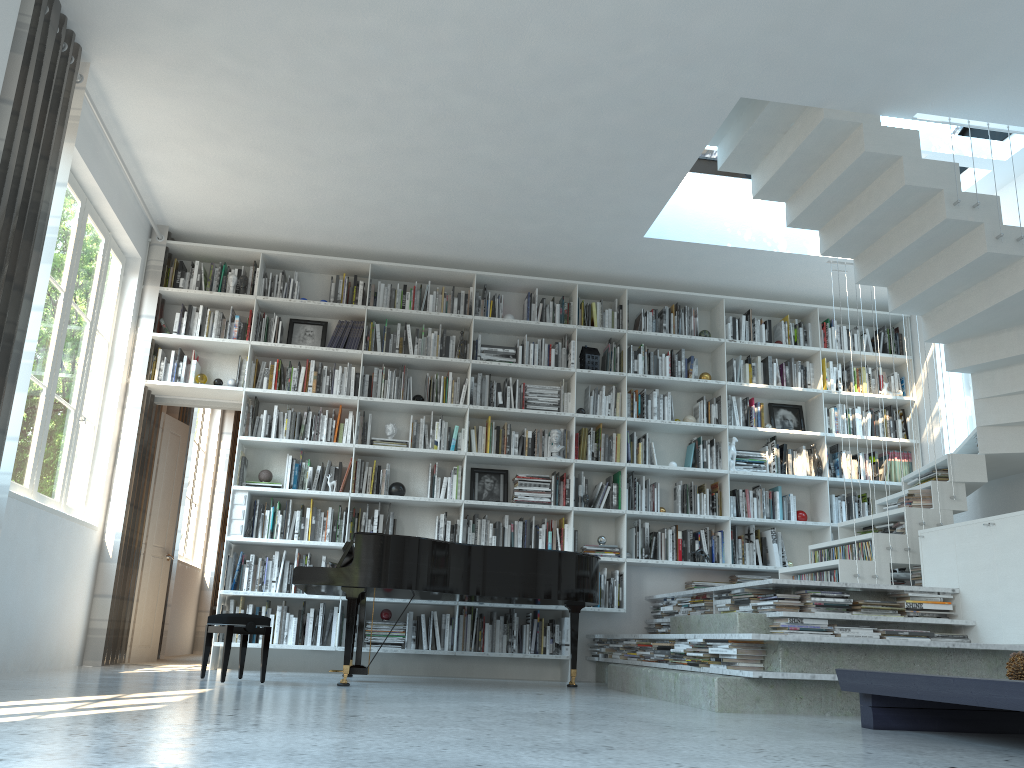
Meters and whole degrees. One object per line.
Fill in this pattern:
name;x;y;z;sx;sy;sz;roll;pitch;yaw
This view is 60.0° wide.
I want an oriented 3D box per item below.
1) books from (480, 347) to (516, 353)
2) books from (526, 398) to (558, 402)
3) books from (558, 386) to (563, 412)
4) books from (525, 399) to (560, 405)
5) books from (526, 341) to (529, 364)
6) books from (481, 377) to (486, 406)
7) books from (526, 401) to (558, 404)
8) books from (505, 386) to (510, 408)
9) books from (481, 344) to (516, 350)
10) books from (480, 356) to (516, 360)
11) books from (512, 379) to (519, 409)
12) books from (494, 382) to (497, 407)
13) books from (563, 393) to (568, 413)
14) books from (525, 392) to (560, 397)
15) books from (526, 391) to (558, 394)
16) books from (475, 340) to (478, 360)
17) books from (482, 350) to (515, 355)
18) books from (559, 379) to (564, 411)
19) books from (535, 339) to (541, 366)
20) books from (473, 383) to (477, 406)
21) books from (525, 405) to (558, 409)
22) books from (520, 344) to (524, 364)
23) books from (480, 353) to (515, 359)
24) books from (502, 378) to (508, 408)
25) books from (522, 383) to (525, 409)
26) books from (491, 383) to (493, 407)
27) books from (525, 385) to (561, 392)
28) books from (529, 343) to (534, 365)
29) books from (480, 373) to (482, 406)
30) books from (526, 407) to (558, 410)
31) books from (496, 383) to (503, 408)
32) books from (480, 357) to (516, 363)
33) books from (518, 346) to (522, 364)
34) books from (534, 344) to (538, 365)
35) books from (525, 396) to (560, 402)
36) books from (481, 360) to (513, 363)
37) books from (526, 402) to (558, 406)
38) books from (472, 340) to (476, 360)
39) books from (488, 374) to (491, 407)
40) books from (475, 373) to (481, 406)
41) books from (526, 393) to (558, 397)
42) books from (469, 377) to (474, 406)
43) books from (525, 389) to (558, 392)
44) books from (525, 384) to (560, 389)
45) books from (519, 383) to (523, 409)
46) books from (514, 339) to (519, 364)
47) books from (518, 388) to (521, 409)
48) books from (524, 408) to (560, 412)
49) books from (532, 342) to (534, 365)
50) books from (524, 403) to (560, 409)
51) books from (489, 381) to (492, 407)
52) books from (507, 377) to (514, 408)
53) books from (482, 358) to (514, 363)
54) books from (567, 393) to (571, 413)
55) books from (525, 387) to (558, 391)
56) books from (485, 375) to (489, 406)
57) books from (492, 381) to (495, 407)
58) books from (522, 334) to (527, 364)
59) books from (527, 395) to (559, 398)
books;-0.120;-0.252;7.209;0.285;0.024;0.160;4;-16;-6
books;0.231;0.147;7.161;0.254;0.012;0.161;4;-16;-7
books;0.389;0.156;7.167;0.012;0.253;0.161;5;-16;-8
books;0.231;0.159;7.158;0.285;0.012;0.160;4;-16;-7
books;0.109;-0.210;7.227;0.021;0.237;0.172;5;-16;-8
books;-0.237;0.099;7.078;0.025;0.265;0.186;5;-16;-8
books;0.231;0.169;7.152;0.254;0.012;0.161;5;-16;-10
books;-0.040;0.141;7.110;0.024;0.216;0.148;5;-16;-8
books;-0.119;-0.274;7.221;0.285;0.024;0.160;5;-16;-8
books;-0.124;-0.188;7.191;0.285;0.012;0.160;5;-16;-10
books;0.025;0.118;7.115;0.021;0.268;0.192;5;-16;-8
books;-0.144;0.122;7.098;0.011;0.239;0.148;5;-16;-8
books;0.418;0.189;7.177;0.029;0.198;0.172;5;-16;-8
books;0.233;0.101;7.174;0.285;0.012;0.160;5;-16;-9
books;0.235;0.086;7.169;0.254;0.012;0.161;3;-16;-3
books;-0.297;-0.233;7.172;0.013;0.217;0.141;5;-16;-8
books;-0.120;-0.230;7.199;0.254;0.025;0.161;6;-17;-12
books;0.399;0.130;7.193;0.012;0.318;0.140;5;-16;-8
books;0.208;-0.214;7.265;0.029;0.272;0.141;5;-16;-8
books;-0.307;0.118;7.087;0.027;0.227;0.148;5;-16;-8
books;0.229;0.205;7.145;0.254;0.012;0.161;5;-16;-9
books;0.072;-0.199;7.244;0.024;0.222;0.129;5;-16;-8
books;-0.120;-0.207;7.189;0.285;0.024;0.160;3;-16;-3
books;-0.062;0.108;7.122;0.022;0.284;0.131;5;-16;-8
books;0.081;0.132;7.114;0.013;0.246;0.177;5;-16;-8
books;-0.171;0.124;7.096;0.014;0.232;0.147;5;-16;-8
books;0.236;0.050;7.178;0.285;0.012;0.160;6;-17;-13
books;0.143;-0.198;7.227;0.027;0.216;0.190;5;-16;-8
books;-0.260;0.082;7.106;0.014;0.312;0.134;5;-16;-8
books;0.228;0.217;7.143;0.254;0.012;0.161;5;-16;-8
books;-0.105;0.125;7.097;0.066;0.236;0.154;5;-16;-8
books;-0.124;-0.178;7.186;0.285;0.012;0.160;6;-17;-11
books;0.051;-0.192;7.208;0.025;0.187;0.194;5;-16;-8
books;0.182;-0.195;7.235;0.028;0.218;0.184;5;-16;-8
books;0.233;0.134;7.160;0.285;0.012;0.160;4;-16;-5
books;-0.124;-0.155;7.175;0.254;0.012;0.161;3;-16;-3
books;0.231;0.181;7.149;0.254;0.012;0.161;4;-16;-6
books;-0.315;-0.230;7.154;0.027;0.201;0.168;5;-16;-8
books;-0.192;0.089;7.098;0.011;0.299;0.180;5;-16;-8
books;-0.277;0.083;7.083;0.026;0.296;0.179;5;-16;-8
books;0.233;0.111;7.168;0.254;0.012;0.161;4;-16;-6
books;-0.330;0.093;7.074;0.026;0.266;0.171;5;-16;-8
books;0.234;0.075;7.179;0.254;0.012;0.161;4;-16;-6
books;0.236;0.040;7.189;0.285;0.012;0.160;4;-16;-6
books;0.065;0.135;7.124;0.015;0.244;0.183;5;-16;-8
books;0.034;-0.224;7.219;0.012;0.253;0.161;5;-16;-8
books;0.044;0.150;7.126;0.024;0.215;0.132;5;-16;-8
books;0.229;0.229;7.139;0.285;0.012;0.160;4;-16;-7
books;0.161;-0.207;7.245;0.012;0.243;0.132;5;-16;-8
books;0.230;0.192;7.144;0.285;0.012;0.160;6;-17;-11
books;-0.183;0.113;7.096;0.011;0.251;0.153;5;-16;-8
books;-0.011;0.109;7.126;0.049;0.290;0.162;5;-16;-8
books;-0.124;-0.166;7.183;0.254;0.012;0.161;6;-17;-11
books;0.447;0.190;7.187;0.030;0.204;0.159;5;-16;-8
books;0.234;0.064;7.186;0.254;0.012;0.161;5;-16;-8
books;-0.213;0.092;7.103;0.029;0.294;0.151;5;-16;-8
books;-0.156;0.115;7.096;0.014;0.249;0.173;5;-16;-8
books;0.097;-0.238;7.216;0.011;0.283;0.190;5;-16;-8
books;0.233;0.123;7.163;0.254;0.012;0.161;6;-17;-11
